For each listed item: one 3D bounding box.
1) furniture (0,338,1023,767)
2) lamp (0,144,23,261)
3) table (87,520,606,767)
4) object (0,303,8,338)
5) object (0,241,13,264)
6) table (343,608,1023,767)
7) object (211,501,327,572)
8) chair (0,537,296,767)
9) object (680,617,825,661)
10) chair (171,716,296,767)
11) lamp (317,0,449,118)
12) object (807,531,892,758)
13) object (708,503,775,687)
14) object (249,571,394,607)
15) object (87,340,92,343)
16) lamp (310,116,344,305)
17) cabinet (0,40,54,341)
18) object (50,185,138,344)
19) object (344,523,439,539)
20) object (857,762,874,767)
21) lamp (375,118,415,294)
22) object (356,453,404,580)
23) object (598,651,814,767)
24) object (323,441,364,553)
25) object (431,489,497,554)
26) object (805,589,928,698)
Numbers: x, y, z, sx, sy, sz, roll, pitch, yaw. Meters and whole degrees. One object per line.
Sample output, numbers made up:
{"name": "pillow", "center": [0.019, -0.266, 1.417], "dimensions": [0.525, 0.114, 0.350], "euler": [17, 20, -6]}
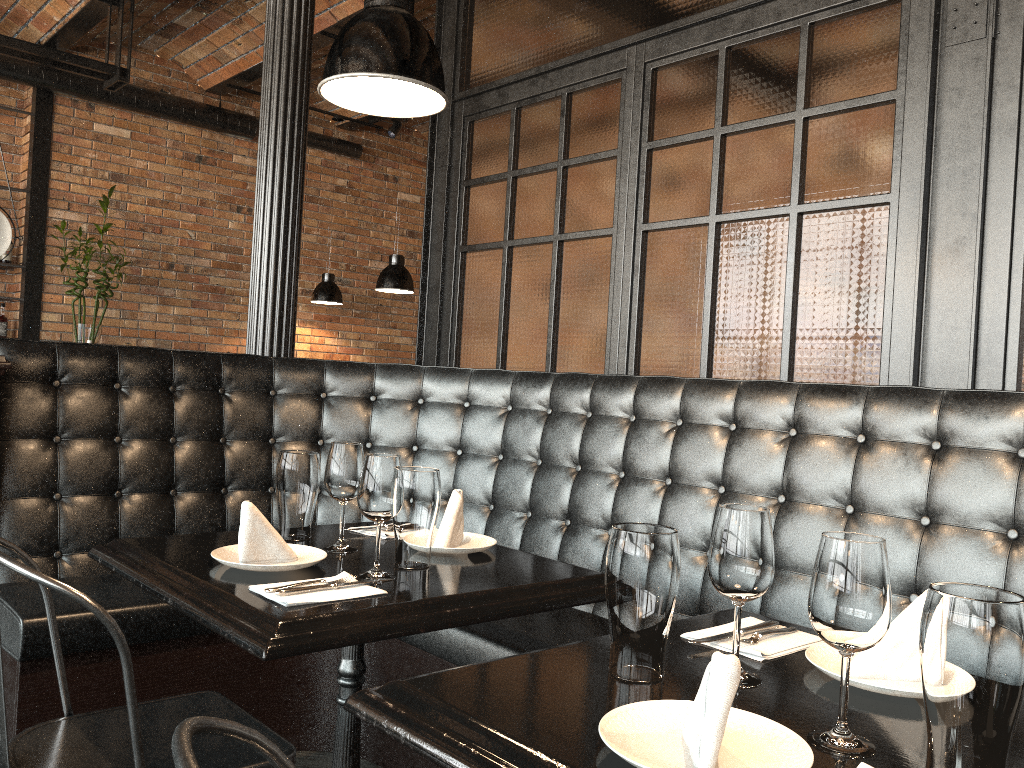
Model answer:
{"name": "furniture", "center": [0.632, 0.590, 1.380], "dimensions": [1.979, 1.212, 5.451], "euler": [3, 0, -42]}
{"name": "lamp", "center": [-3.012, -1.551, 5.070], "dimensions": [0.340, 1.754, 0.340], "euler": [3, 0, 4]}
{"name": "table", "center": [-0.363, 0.759, 1.964], "dimensions": [0.872, 0.758, 0.872], "euler": [3, 0, -42]}
{"name": "object", "center": [-3.885, -0.474, 6.752], "dimensions": [0.083, 0.282, 0.083], "euler": [3, 0, -32]}
{"name": "object", "center": [-3.864, -1.053, 6.776], "dimensions": [0.086, 0.298, 0.086], "euler": [3, 0, 12]}
{"name": "table", "center": [0.371, 0.802, 1.141], "dimensions": [0.872, 0.758, 0.872], "euler": [3, 0, -42]}
{"name": "object", "center": [-0.499, 0.307, 1.836], "dimensions": [0.232, 0.139, 0.232], "euler": [3, 0, 7]}
{"name": "chair", "center": [-0.693, 0.689, 1.625], "dimensions": [0.558, 0.857, 0.504], "euler": [3, 0, -42]}
{"name": "object", "center": [0.388, 0.415, 1.458], "dimensions": [0.255, 0.019, 0.157], "euler": [3, 0, -41]}
{"name": "chair", "center": [-0.019, 0.728, 0.779], "dimensions": [0.558, 0.857, 0.504], "euler": [3, 0, -32]}
{"name": "lamp", "center": [-0.239, -1.465, 1.991], "dimensions": [0.291, 1.653, 0.291], "euler": [3, 0, 3]}
{"name": "object", "center": [0.394, 0.301, 1.042], "dimensions": [0.092, 0.244, 0.092], "euler": [3, 0, 9]}
{"name": "object", "center": [0.324, 0.297, 1.264], "dimensions": [0.092, 0.244, 0.092], "euler": [3, 0, -25]}
{"name": "object", "center": [-0.339, 0.372, 1.637], "dimensions": [0.255, 0.019, 0.157], "euler": [3, 0, -41]}
{"name": "object", "center": [-2.955, -0.110, 6.369], "dimensions": [0.316, 0.397, 0.319], "euler": [3, 0, 7]}
{"name": "lamp", "center": [-1.591, -1.540, 7.853], "dimensions": [0.291, 1.653, 0.291], "euler": [3, 0, 23]}
{"name": "cabinet", "center": [-6.249, -1.039, 4.563], "dimensions": [7.075, 3.779, 0.564], "euler": [3, 0, -42]}
{"name": "object", "center": [-3.149, -0.700, 6.655], "dimensions": [0.584, 1.546, 0.673], "euler": [3, 0, -3]}
{"name": "object", "center": [-0.314, 0.373, 2.292], "dimensions": [0.157, 0.019, 0.255], "euler": [3, 0, 44]}
{"name": "object", "center": [0.360, 0.412, 0.855], "dimensions": [0.255, 0.019, 0.157], "euler": [3, 0, -36]}
{"name": "lamp", "center": [-0.799, -1.494, 6.420], "dimensions": [0.291, 1.653, 0.291], "euler": [3, 0, 3]}
{"name": "object", "center": [-0.264, 0.263, 1.767], "dimensions": [0.092, 0.244, 0.092], "euler": [3, 0, 31]}
{"name": "object", "center": [0.215, 0.349, 0.985], "dimensions": [0.232, 0.139, 0.232], "euler": [3, 0, 33]}
{"name": "object", "center": [-0.384, 0.256, 2.021], "dimensions": [0.092, 0.244, 0.092], "euler": [3, 0, -25]}
{"name": "object", "center": [-0.150, 0.328, 2.129], "dimensions": [0.232, 0.139, 0.232], "euler": [3, 0, 6]}
{"name": "object", "center": [0.556, 0.370, 1.304], "dimensions": [0.232, 0.139, 0.232], "euler": [3, 0, 20]}
